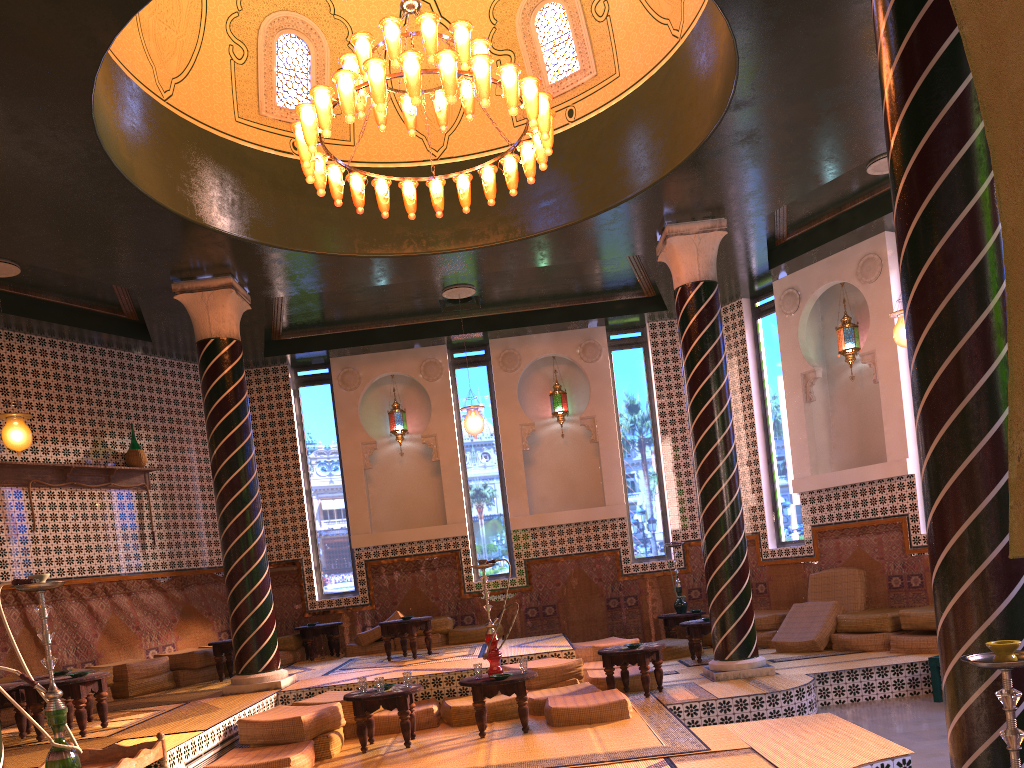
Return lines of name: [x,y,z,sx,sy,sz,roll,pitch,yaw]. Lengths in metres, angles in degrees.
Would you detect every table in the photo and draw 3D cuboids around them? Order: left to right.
table: [-5.408,3.426,8.873,0.855,0.588,0.836,-13,-10,38]
table: [-5.080,3.550,9.643,0.855,0.588,0.836,-13,-10,38]
table: [-4.584,3.346,8.945,0.855,0.588,0.836,-13,-10,38]
table: [-4.175,4.202,13.197,0.840,0.588,0.851,-7,-8,5]
table: [-3.339,4.497,15.057,0.846,0.588,0.845,-9,-8,17]
table: [-1.328,3.532,9.120,0.835,0.588,0.857,-5,-8,-10]
table: [-1.599,3.910,13.237,0.843,0.588,0.848,-8,-8,11]
table: [-0.112,3.401,9.170,0.832,0.588,0.859,-1,-9,-36]
table: [1.496,3.521,10.578,0.854,0.588,0.837,-12,-9,35]
table: [2.967,4.271,14.951,0.842,0.588,0.849,-8,-8,9]
table: [2.972,3.865,13.010,0.832,0.588,0.859,-1,-9,-36]
table: [5.864,3.340,9.663,0.847,0.612,2.051,-2,-11,-30]

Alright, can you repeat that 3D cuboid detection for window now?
window: [-3.372,1.920,15.756,0.774,4.014,0.090,-7,1,0]
window: [-0.958,-4.372,8.250,5.856,1.160,5.502,-15,-14,35]
window: [-0.533,1.590,15.743,0.774,4.014,0.090,-7,1,0]
window: [2.307,1.259,15.730,0.774,4.014,0.090,-7,1,0]
window: [4.525,0.729,14.430,0.090,4.014,0.781,-7,1,-31]

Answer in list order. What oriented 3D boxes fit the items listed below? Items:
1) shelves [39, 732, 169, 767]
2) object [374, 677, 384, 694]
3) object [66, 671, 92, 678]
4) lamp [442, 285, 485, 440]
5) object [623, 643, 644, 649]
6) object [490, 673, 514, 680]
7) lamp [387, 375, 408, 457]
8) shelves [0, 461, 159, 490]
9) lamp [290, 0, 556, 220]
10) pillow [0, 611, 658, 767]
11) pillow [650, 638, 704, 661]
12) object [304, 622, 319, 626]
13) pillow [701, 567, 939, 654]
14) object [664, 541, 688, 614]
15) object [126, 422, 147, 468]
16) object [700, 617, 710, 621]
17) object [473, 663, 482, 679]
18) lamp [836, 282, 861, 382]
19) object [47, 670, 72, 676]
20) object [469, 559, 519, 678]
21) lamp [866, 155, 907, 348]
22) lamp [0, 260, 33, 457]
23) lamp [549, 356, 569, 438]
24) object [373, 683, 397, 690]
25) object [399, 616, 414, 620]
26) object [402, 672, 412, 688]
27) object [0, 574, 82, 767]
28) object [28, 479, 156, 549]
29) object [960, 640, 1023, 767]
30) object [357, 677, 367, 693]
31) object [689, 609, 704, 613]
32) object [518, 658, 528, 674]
shelves: [-2.592,2.899,5.262,0.746,1.290,1.200,-7,-5,0]
object: [-1.364,3.115,8.920,0.091,0.163,0.093,-6,-2,-23]
object: [-4.480,3.014,8.941,0.252,0.045,0.254,-10,-12,14]
lamp: [-0.692,-0.287,13.383,0.516,2.326,0.520,-7,1,-12]
object: [1.479,3.181,10.480,0.249,0.045,0.257,-3,-12,-15]
object: [-0.106,3.032,8.936,0.250,0.045,0.256,5,-16,-44]
lamp: [-2.099,0.559,15.757,0.328,1.570,0.355,-6,1,33]
shelves: [-6.792,1.214,11.778,0.259,0.340,4.497,-8,-11,29]
lamp: [-1.045,-4.331,8.122,2.479,4.621,2.474,-7,-2,7]
pillow: [-3.093,3.802,10.737,10.033,1.263,10.123,-7,-12,0]
pillow: [2.533,4.353,14.127,0.968,0.277,0.973,0,-12,-29]
object: [-3.458,4.157,14.910,0.252,0.045,0.254,-10,-12,14]
pillow: [4.820,3.361,12.838,1.393,1.189,5.902,-3,-12,-31]
object: [2.824,3.349,14.901,0.304,1.258,0.457,-6,0,36]
object: [-5.873,0.958,13.432,0.306,0.724,0.296,-7,-1,41]
object: [2.940,3.530,12.945,0.252,0.045,0.254,-10,-12,14]
object: [-0.355,3.045,9.144,0.092,0.163,0.092,-7,-2,2]
lamp: [5.124,-0.816,13.192,0.356,1.570,0.327,-7,1,-27]
object: [-5.001,3.205,9.561,0.249,0.045,0.257,-3,-12,-15]
object: [-0.164,2.473,9.139,0.466,1.257,0.298,-7,1,16]
lamp: [4.687,-1.528,10.445,0.516,2.326,0.520,-7,1,-12]
lamp: [-6.127,-0.270,10.495,0.516,2.326,0.520,-7,1,-12]
lamp: [0.845,0.220,15.764,0.365,1.570,0.320,-6,1,33]
object: [-1.350,3.231,9.198,0.250,0.045,0.256,5,-16,-44]
object: [-1.611,3.588,13.226,0.252,0.045,0.254,-10,-12,14]
object: [-1.101,3.126,9.118,0.091,0.163,0.093,-6,-2,-23]
object: [-2.755,1.743,5.032,0.465,1.258,0.297,-7,1,8]
object: [-6.198,1.968,12.848,0.061,1.043,1.986,-6,-8,29]
object: [2.167,1.598,3.375,0.827,1.267,0.358,-5,0,-29]
object: [-1.577,3.181,9.120,0.091,0.163,0.093,-5,-3,-43]
object: [3.155,3.892,14.781,0.252,0.045,0.254,-10,-12,14]
object: [0.122,2.990,9.142,0.091,0.163,0.093,-6,-2,-23]
